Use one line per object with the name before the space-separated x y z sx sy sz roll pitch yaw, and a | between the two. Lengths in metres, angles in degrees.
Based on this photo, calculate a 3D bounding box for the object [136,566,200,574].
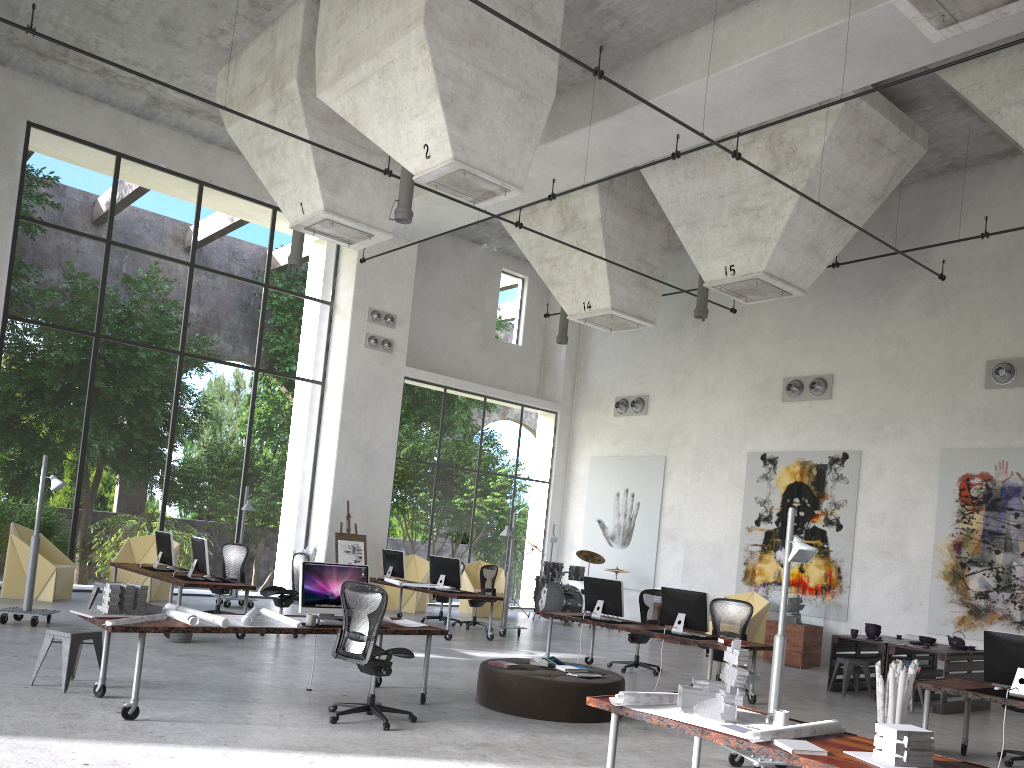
object | -5.076 2.746 12.953 0.696 0.008 0.850 14 -13 -37

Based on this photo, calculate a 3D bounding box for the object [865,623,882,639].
object | 5.102 3.491 12.418 0.216 0.212 0.193 11 -8 -38

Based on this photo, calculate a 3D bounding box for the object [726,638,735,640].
object | 2.533 2.944 10.147 0.148 0.011 0.011 2 -7 19

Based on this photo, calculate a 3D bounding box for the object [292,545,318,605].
object | -4.111 3.750 17.268 0.439 1.201 0.417 4 -4 28

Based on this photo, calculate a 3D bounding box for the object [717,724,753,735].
object | 1.272 1.944 4.944 0.135 0.008 0.204 11 -11 -27

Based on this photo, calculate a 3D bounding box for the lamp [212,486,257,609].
lamp | -4.819 2.883 15.589 0.585 2.137 0.595 8 -4 -40

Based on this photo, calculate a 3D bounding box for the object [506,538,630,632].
object | 1.266 4.360 19.304 2.964 1.729 1.909 0 -9 34

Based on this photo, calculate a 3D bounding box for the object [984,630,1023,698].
object | 4.629 2.523 7.854 0.381 0.548 0.715 9 -8 -38

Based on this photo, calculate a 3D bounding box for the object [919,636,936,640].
object | 5.827 3.578 12.326 0.232 0.057 0.229 14 -12 -39

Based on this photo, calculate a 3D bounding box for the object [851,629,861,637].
object | 4.792 3.481 12.259 0.129 0.108 0.102 0 -8 41

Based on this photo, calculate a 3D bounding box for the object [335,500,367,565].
object | -3.227 3.367 17.333 0.701 2.128 0.683 8 -4 -39

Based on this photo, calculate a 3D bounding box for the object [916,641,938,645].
object | 5.826 3.638 12.320 0.294 0.024 0.300 0 -11 27

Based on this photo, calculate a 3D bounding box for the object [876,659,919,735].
object | 3.593 3.033 8.259 0.321 0.930 0.342 7 -3 -22

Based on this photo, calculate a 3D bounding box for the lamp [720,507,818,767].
lamp | 2.163 2.065 7.080 0.582 2.137 0.598 6 -3 -15

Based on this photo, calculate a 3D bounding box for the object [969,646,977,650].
object | 6.331 3.629 12.074 0.116 0.056 0.140 4 -9 11

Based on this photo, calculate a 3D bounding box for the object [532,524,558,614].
object | 0.890 4.386 20.798 0.580 2.137 0.600 6 -3 -5

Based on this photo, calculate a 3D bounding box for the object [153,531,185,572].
object | -5.051 2.466 12.964 0.381 0.548 0.715 9 -8 -38

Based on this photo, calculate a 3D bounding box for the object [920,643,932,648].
object | 5.486 3.465 11.633 0.137 0.056 0.118 1 -10 26

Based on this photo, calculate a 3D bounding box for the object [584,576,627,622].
object | 1.281 2.896 11.820 0.381 0.548 0.715 9 -8 -38

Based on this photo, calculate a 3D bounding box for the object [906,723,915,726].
object | 3.747 3.391 8.435 0.397 0.296 0.298 5 -6 4

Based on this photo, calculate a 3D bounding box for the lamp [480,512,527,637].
lamp | -0.057 3.316 15.359 0.602 2.137 0.578 8 -4 -40

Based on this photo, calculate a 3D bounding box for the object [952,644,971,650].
object | 6.128 3.593 11.978 0.228 0.047 0.233 1 -11 27

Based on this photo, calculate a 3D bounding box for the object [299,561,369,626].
object | -1.629 1.967 8.246 0.723 0.548 0.377 11 -7 -38

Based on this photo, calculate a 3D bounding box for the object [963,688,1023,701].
object | 4.604 2.804 7.844 0.696 0.008 0.850 14 -13 -37

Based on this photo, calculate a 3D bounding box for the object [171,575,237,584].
object | -4.179 2.646 11.887 0.694 0.008 0.851 12 -12 -33

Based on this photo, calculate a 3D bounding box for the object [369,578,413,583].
object | -2.086 3.548 15.769 0.696 0.008 0.850 14 -13 -37

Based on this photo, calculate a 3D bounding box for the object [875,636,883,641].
object | 5.056 3.505 12.093 0.116 0.056 0.140 0 -11 35

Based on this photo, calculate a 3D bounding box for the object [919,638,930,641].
object | 5.829 3.602 12.319 0.228 0.062 0.232 -4 -14 45

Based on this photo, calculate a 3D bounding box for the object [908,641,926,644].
object | 5.608 3.586 12.155 0.234 0.019 0.237 -4 -14 45

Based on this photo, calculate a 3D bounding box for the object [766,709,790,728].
object | 1.559 1.962 5.141 0.123 0.099 0.088 7 -6 -11

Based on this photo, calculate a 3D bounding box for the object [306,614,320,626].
object | -1.781 2.114 7.861 0.123 0.099 0.088 7 -6 -11

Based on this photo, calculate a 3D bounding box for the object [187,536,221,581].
object | -4.154 2.365 11.898 0.381 0.548 0.716 9 -8 -33

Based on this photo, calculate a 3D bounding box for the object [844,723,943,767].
object | 1.995 1.845 4.478 0.391 0.180 0.420 8 -9 -14

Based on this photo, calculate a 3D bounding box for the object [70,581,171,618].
object | -3.213 1.786 7.359 0.433 0.302 0.747 -1 -11 40

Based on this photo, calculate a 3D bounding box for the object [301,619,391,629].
object | -1.657 2.246 8.232 0.859 0.008 0.689 14 -13 -38

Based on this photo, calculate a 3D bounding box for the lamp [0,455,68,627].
lamp | -6.035 1.965 11.127 0.597 2.137 0.582 6 -3 -7

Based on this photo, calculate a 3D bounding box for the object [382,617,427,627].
object | -1.133 2.321 8.647 0.475 0.085 0.436 13 -12 -36

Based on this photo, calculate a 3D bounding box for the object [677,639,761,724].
object | 1.241 1.780 5.286 0.361 0.517 0.498 6 -6 -4

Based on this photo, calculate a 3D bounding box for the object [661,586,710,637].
object | 2.164 2.797 10.774 0.381 0.548 0.715 9 -8 -38

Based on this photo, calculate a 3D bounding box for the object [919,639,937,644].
object | 5.826 3.617 12.320 0.228 0.047 0.233 4 -10 10

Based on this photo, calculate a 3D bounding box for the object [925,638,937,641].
object | 5.832 3.590 12.323 0.229 0.062 0.231 -4 -14 45

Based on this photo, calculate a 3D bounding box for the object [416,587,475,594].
object | -1.085 3.436 14.583 0.848 0.008 0.697 -3 -13 41

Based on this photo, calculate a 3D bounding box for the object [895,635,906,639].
object | 5.684 3.707 12.878 0.138 0.056 0.117 10 -10 -24

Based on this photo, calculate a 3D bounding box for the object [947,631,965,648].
object | 6.201 3.562 12.241 0.214 0.230 0.218 11 -8 -41

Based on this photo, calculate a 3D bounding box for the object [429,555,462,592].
object | -1.060 3.156 14.593 0.713 0.548 0.382 -1 -8 42

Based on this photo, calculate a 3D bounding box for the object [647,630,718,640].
object | 2.139 3.078 10.764 0.696 0.008 0.850 14 -13 -37

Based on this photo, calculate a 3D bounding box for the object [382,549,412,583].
object | -2.061 3.267 15.779 0.381 0.548 0.715 9 -8 -38

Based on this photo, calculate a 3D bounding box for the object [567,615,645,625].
object | 1.256 3.176 11.809 0.696 0.008 0.850 14 -13 -37

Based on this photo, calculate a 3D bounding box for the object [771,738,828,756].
object | 1.502 1.900 4.598 0.200 0.023 0.238 7 -10 -9

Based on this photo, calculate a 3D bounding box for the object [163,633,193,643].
object | -4.129 3.045 10.914 0.397 0.296 0.299 -1 -9 43

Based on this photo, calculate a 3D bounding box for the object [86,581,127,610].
object | -5.506 2.997 12.059 0.455 0.528 0.482 2 -7 35

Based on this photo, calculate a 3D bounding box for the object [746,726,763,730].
object | 1.395 1.968 5.016 0.126 0.010 0.011 -2 -10 36
